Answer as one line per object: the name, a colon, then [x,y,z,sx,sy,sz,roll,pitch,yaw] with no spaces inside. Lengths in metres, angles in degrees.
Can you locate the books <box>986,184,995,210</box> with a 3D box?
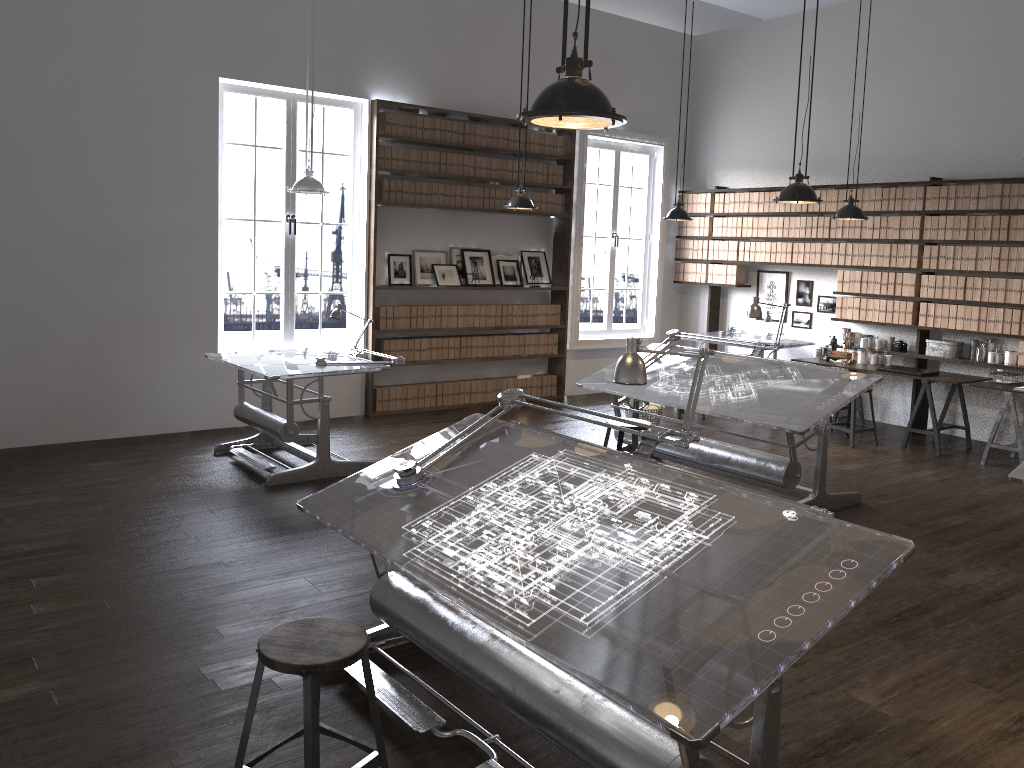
books: [4.334,-1.673,7.953,0.175,0.224,0.067,-3,8,-37]

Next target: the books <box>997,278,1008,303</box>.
books: [4.403,-0.828,7.898,0.175,0.224,0.067,-3,8,-37]

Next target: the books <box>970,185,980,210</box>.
books: [4.249,-1.692,8.058,0.175,0.224,0.067,-3,8,-37]

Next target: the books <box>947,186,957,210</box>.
books: [4.124,-1.722,8.224,0.174,0.224,0.067,-3,8,-37]

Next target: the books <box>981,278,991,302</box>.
books: [4.324,-0.848,8.011,0.174,0.224,0.067,-3,8,-37]

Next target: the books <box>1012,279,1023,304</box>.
books: [4.484,-0.809,7.798,0.175,0.224,0.067,-3,8,-37]

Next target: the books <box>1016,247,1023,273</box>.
books: [4.499,-1.083,7.764,0.174,0.224,0.067,-3,8,-37]

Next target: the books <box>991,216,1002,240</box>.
books: [4.369,-1.388,7.925,0.175,0.224,0.067,-3,8,-37]

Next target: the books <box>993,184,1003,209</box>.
books: [4.371,-1.663,7.898,0.175,0.224,0.067,-3,8,-37]

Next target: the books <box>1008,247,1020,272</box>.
books: [4.460,-1.093,7.822,0.174,0.224,0.067,-3,8,-37]

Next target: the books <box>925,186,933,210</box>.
books: [3.998,-1.752,8.389,0.175,0.224,0.067,-3,8,-37]

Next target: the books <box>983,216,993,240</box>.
books: [4.322,-1.398,7.978,0.174,0.224,0.067,-3,8,-37]

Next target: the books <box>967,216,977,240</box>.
books: [4.240,-1.419,8.093,0.175,0.224,0.067,-3,8,-37]

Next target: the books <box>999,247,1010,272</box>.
books: [4.416,-1.103,7.876,0.175,0.224,0.067,-3,8,-37]

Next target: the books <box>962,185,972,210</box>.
books: [4.210,-1.702,8.116,0.175,0.224,0.067,-3,8,-37]

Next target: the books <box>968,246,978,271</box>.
books: [4.247,-1.141,8.087,0.175,0.224,0.067,-3,8,-37]

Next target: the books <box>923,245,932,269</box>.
books: [3.992,-1.203,8.430,0.175,0.224,0.067,-3,8,-37]

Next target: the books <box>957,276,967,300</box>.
books: [4.189,-0.879,8.179,0.175,0.224,0.067,-3,8,-37]

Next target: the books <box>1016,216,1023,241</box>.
books: [4.497,-1.358,7.754,0.175,0.224,0.067,-3,8,-37]

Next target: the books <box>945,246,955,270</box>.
books: [4.122,-1.171,8.253,0.174,0.224,0.067,-3,8,-37]

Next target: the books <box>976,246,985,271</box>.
books: [4.291,-1.132,8.037,0.175,0.224,0.067,-3,8,-37]

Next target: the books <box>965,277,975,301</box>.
books: [4.239,-0.868,8.123,0.175,0.224,0.067,-3,8,-37]

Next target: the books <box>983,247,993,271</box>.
books: [4.328,-1.123,7.987,0.175,0.224,0.067,-3,8,-37]

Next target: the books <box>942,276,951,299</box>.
books: [4.107,-0.899,8.291,0.175,0.224,0.067,-3,8,-37]

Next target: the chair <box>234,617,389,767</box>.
chair: [-0.579,0.996,2.575,0.359,0.525,0.373,6,8,31]

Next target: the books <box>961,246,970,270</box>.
books: [4.211,-1.151,8.144,0.175,0.224,0.067,-3,8,-37]

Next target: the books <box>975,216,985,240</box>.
books: [4.283,-1.409,8.037,0.174,0.224,0.067,-3,8,-37]

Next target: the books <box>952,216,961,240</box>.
books: [4.157,-1.438,8.198,0.175,0.224,0.067,-3,8,-37]

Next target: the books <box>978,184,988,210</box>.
books: [4.295,-1.682,8.002,0.175,0.224,0.067,-3,8,-37]

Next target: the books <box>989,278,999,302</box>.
books: [4.367,-0.838,7.955,0.175,0.224,0.067,-3,8,-37]

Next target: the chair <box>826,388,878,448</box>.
chair: [3.115,0.288,8.126,0.358,0.525,0.373,-2,8,-29]

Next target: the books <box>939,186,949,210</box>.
books: [4.077,-1.732,8.280,0.175,0.224,0.067,-3,8,-37]

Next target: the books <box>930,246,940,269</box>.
books: [4.032,-1.192,8.368,0.175,0.224,0.067,-3,8,-37]

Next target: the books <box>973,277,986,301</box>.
books: [4.278,-0.858,8.064,0.174,0.224,0.067,-3,8,-37]

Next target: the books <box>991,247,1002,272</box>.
books: [4.370,-1.112,7.929,0.175,0.224,0.067,-3,8,-37]

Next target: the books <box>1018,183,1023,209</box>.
books: [4.499,-1.633,7.734,0.174,0.224,0.067,-3,8,-37]

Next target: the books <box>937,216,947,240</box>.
books: [4.072,-1.457,8.302,0.175,0.224,0.067,-3,8,-37]

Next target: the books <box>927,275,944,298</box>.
books: [4.021,-0.918,8.395,0.175,0.224,0.067,-3,8,-37]

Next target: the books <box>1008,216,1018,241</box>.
books: [4.459,-1.367,7.807,0.175,0.224,0.067,-3,8,-37]

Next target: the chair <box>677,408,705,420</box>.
chair: [1.749,0.088,9.099,0.358,0.525,0.373,-2,8,-29]

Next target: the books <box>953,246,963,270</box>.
books: [4.168,-1.161,8.200,0.174,0.224,0.067,-3,8,-37]

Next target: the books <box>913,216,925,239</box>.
books: [3.927,-1.491,8.491,0.175,0.224,0.067,-3,8,-37]

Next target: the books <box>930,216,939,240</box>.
books: [4.033,-1.467,8.360,0.175,0.224,0.067,-3,8,-37]

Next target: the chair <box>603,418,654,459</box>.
chair: [0.785,0.519,6.035,0.359,0.525,0.373,6,8,31]

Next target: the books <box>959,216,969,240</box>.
books: [4.194,-1.428,8.142,0.175,0.224,0.067,-3,8,-37]

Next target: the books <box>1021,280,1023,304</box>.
books: [4.527,-0.799,7.739,0.175,0.224,0.067,-3,8,-37]

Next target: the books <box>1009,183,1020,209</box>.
books: [4.460,-1.644,7.792,0.174,0.224,0.067,-3,8,-37]

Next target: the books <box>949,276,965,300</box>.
books: [4.148,-0.889,8.241,0.175,0.224,0.067,-3,8,-37]

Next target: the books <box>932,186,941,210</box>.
books: [4.033,-1.742,8.337,0.175,0.224,0.067,-3,8,-37]

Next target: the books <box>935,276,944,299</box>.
books: [4.065,-0.907,8.338,0.175,0.224,0.067,-3,8,-37]

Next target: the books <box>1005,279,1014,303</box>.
books: [4.448,-0.819,7.848,0.175,0.224,0.067,-3,8,-37]

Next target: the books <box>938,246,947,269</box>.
books: [4.082,-1.182,8.312,0.175,0.224,0.067,-3,8,-37]

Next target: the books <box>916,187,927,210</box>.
books: [3.941,-1.764,8.457,0.175,0.224,0.067,-3,8,-37]

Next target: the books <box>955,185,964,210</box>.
books: [4.169,-1.712,8.172,0.174,0.224,0.067,-3,8,-37]

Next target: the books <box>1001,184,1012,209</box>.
books: [4.416,-1.654,7.848,0.175,0.224,0.067,-3,8,-37]

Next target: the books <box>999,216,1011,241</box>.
books: [4.410,-1.377,7.862,0.175,0.224,0.067,-3,8,-37]

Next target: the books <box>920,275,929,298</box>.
books: [3.980,-0.928,8.454,0.174,0.224,0.067,-3,8,-37]
